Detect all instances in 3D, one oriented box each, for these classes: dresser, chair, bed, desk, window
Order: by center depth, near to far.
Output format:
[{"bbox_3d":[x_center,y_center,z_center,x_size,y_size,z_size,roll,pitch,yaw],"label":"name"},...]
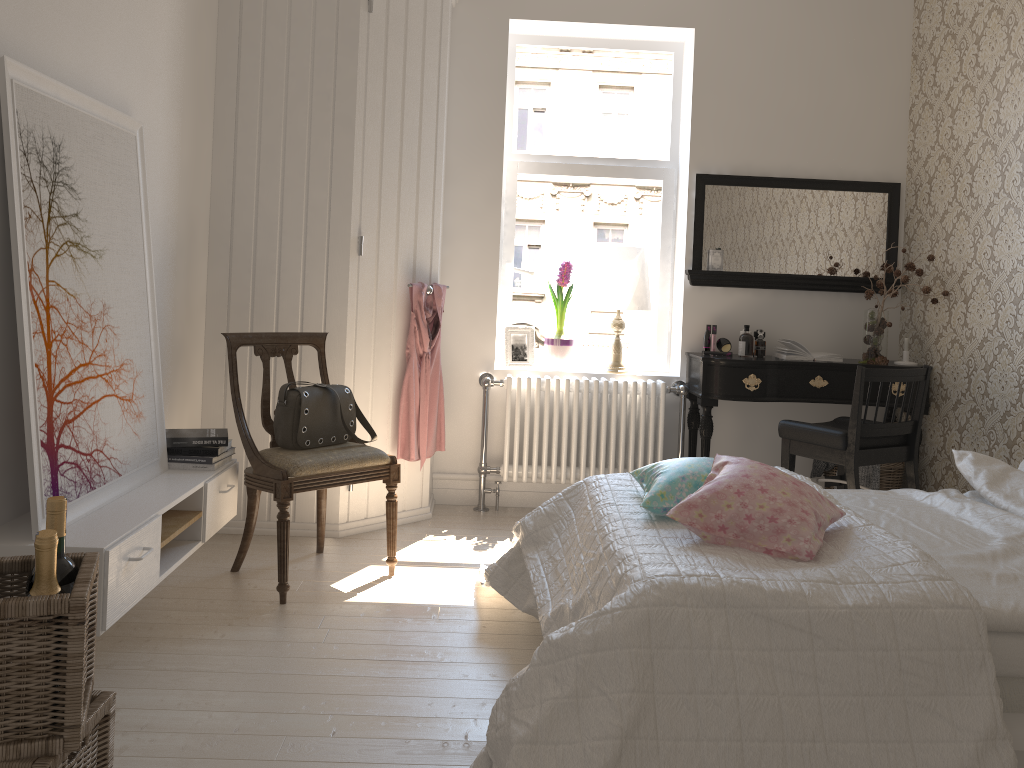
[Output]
[{"bbox_3d":[0.997,0.565,2.429,2.210,0.630,1.962,2,5,-1],"label":"bed"},{"bbox_3d":[-0.779,0.265,3.343,0.539,0.890,0.520,4,2,43],"label":"chair"},{"bbox_3d":[1.453,0.333,3.754,0.456,0.861,0.459,2,2,-32],"label":"chair"},{"bbox_3d":[-0.810,-0.664,4.122,1.024,2.581,0.702,2,1,-2],"label":"dresser"},{"bbox_3d":[1.426,0.292,4.315,1.104,0.823,0.437,2,1,-2],"label":"desk"},{"bbox_3d":[0.416,-0.972,4.745,0.949,1.782,0.110,2,0,-2],"label":"window"}]

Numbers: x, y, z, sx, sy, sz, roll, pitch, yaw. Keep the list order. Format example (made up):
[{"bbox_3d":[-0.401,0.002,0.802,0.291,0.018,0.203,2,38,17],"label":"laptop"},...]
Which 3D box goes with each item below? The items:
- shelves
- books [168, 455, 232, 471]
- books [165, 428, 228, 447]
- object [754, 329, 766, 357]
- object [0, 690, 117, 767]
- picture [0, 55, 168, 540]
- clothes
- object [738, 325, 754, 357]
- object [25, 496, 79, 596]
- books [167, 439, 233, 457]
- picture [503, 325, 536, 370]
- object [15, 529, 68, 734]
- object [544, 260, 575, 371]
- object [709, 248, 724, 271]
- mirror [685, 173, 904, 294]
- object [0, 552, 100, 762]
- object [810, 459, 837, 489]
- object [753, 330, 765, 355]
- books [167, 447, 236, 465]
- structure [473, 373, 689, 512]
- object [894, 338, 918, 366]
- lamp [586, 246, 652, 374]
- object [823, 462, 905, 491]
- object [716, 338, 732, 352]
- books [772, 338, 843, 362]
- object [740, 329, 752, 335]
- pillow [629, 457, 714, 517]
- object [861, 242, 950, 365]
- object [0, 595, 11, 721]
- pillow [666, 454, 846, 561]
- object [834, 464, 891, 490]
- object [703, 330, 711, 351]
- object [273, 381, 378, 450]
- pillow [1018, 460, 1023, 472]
[{"bbox_3d":[-1.131,0.429,2.643,0.368,0.209,1.120,2,6,-2],"label":"shelves"},{"bbox_3d":[-1.126,0.268,3.080,0.242,0.022,0.192,2,6,0],"label":"books"},{"bbox_3d":[-1.131,0.188,3.090,0.258,0.032,0.192,0,6,-19],"label":"books"},{"bbox_3d":[1.231,-0.201,4.375,0.054,0.139,0.054,3,1,38],"label":"object"},{"bbox_3d":[-0.923,0.751,1.611,0.276,0.270,0.277,2,3,-2],"label":"object"},{"bbox_3d":[-1.201,-0.249,2.536,0.164,1.161,0.856,2,2,-2],"label":"picture"},{"bbox_3d":[-0.407,-0.038,4.112,0.092,0.876,0.329,3,1,28],"label":"clothes"},{"bbox_3d":[1.155,-0.212,4.350,0.070,0.158,0.070,2,1,-7],"label":"object"},{"bbox_3d":[-0.874,0.405,1.681,0.095,0.377,0.095,3,1,15],"label":"object"},{"bbox_3d":[-1.123,0.219,3.085,0.239,0.028,0.192,2,6,-4],"label":"books"},{"bbox_3d":[0.039,-0.187,4.554,0.176,0.225,0.050,1,1,-22],"label":"picture"},{"bbox_3d":[-0.832,0.432,1.574,0.094,0.361,0.127,2,1,-21],"label":"object"},{"bbox_3d":[0.253,-0.360,4.603,0.156,0.577,0.157,2,1,-16],"label":"object"},{"bbox_3d":[1.039,-0.634,4.487,0.072,0.121,0.037,3,1,3],"label":"object"},{"bbox_3d":[1.453,-0.763,4.494,1.117,0.572,0.066,2,0,-2],"label":"mirror"},{"bbox_3d":[-0.915,0.485,1.599,0.275,0.270,0.277,1,3,-21],"label":"object"},{"bbox_3d":[1.645,0.491,4.329,0.367,0.332,0.304,2,3,-1],"label":"object"},{"bbox_3d":[1.253,-0.208,4.472,0.057,0.134,0.058,1,1,-41],"label":"object"},{"bbox_3d":[-1.132,0.244,3.088,0.258,0.022,0.213,3,6,3],"label":"books"},{"bbox_3d":[0.353,0.309,4.420,1.067,0.682,0.166,2,1,-1],"label":"structure"},{"bbox_3d":[1.899,-0.156,4.252,0.105,0.131,0.105,4,3,33],"label":"object"},{"bbox_3d":[0.554,-0.383,4.592,0.339,0.652,0.341,3,1,10],"label":"lamp"},{"bbox_3d":[1.717,0.499,4.330,0.394,0.432,0.393,4,3,30],"label":"object"},{"bbox_3d":[1.045,-0.187,4.399,0.080,0.086,0.083,5,4,38],"label":"object"},{"bbox_3d":[1.458,-0.170,4.363,0.278,0.095,0.227,2,5,0],"label":"books"},{"bbox_3d":[1.175,-0.208,4.443,0.057,0.134,0.058,1,1,-41],"label":"object"},{"bbox_3d":[0.527,0.298,2.501,0.362,0.168,0.383,3,5,3],"label":"pillow"},{"bbox_3d":[1.831,-0.370,4.194,0.317,0.599,0.544,2,3,-31],"label":"object"},{"bbox_3d":[-0.973,0.437,1.596,0.095,0.332,0.285,2,2,-42],"label":"object"},{"bbox_3d":[0.625,0.310,2.228,0.354,0.202,0.394,5,5,31],"label":"pillow"},{"bbox_3d":[1.691,0.513,4.293,0.291,0.355,0.349,4,4,37],"label":"object"},{"bbox_3d":[0.976,-0.209,4.413,0.031,0.120,0.054,3,1,37],"label":"object"},{"bbox_3d":[-0.710,0.110,3.342,0.213,0.248,0.400,5,5,43],"label":"object"},{"bbox_3d":[1.743,0.333,2.723,0.204,0.303,0.564,2,5,-2],"label":"pillow"}]
